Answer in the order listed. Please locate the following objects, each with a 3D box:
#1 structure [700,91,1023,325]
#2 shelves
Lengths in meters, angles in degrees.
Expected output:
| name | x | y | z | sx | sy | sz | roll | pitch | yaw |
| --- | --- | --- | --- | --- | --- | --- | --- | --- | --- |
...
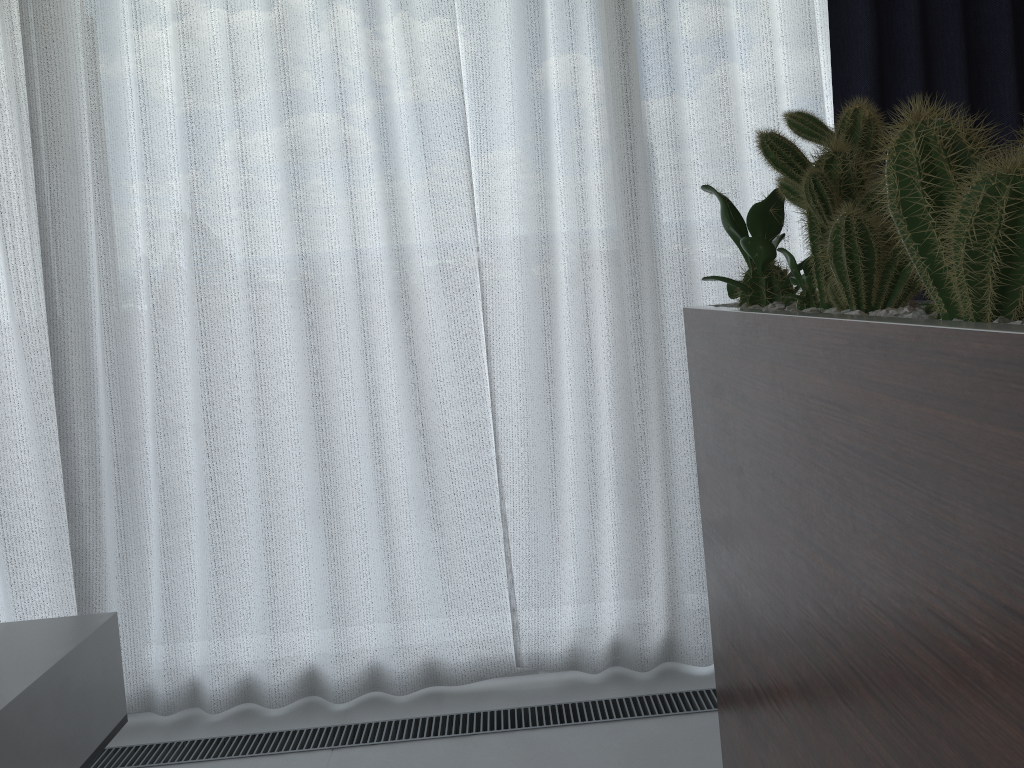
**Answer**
| name | x | y | z | sx | sy | sz | roll | pitch | yaw |
| --- | --- | --- | --- | --- | --- | --- | --- | --- | --- |
| structure | 0.379 | -0.209 | 1.033 | 0.222 | 0.285 | 1.005 | -5 | 6 | 2 |
| shelves | -1.856 | 0.814 | 1.152 | 2.349 | 0.498 | 0.877 | -5 | 5 | -1 |
